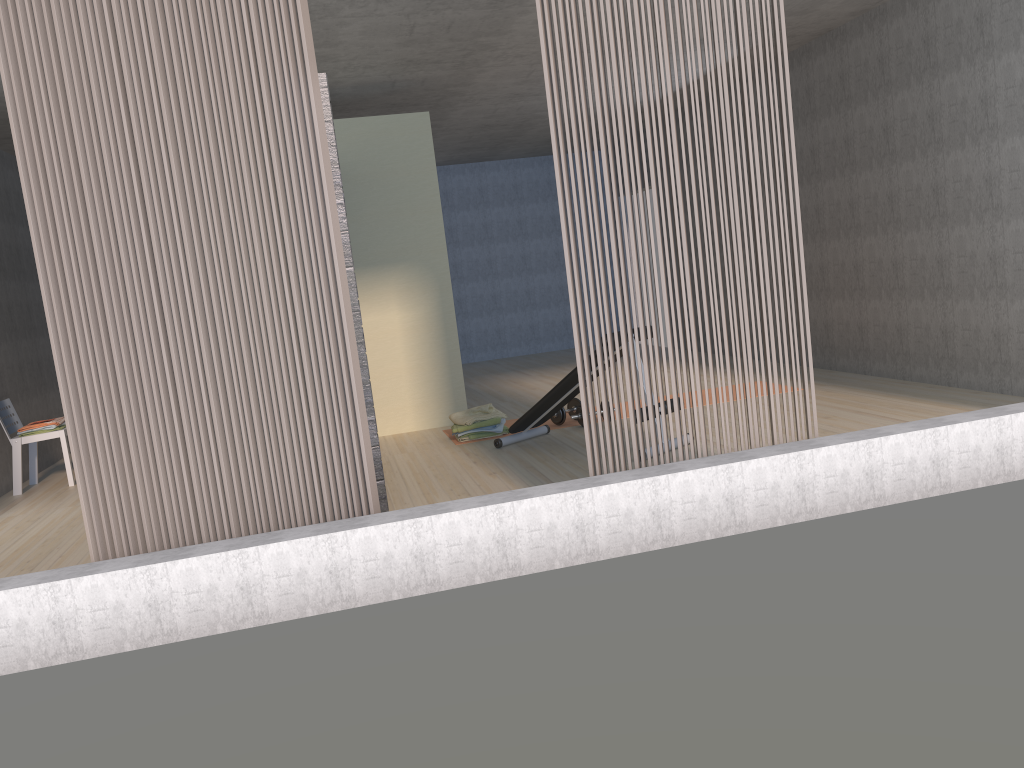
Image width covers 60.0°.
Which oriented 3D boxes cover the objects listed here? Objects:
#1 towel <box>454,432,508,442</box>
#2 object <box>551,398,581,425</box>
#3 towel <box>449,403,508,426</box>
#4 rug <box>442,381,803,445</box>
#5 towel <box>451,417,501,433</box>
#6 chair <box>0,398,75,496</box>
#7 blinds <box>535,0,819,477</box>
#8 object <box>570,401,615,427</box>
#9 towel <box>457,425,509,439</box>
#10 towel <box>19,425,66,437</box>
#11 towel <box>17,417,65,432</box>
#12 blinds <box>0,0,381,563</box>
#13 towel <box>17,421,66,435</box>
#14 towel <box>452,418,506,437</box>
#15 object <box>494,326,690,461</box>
[{"bbox_3d":[-0.248,0.364,6.661,0.376,0.044,0.371,-9,7,-13],"label":"towel"},{"bbox_3d":[0.412,0.207,6.695,0.385,0.176,0.176,-13,9,-39],"label":"object"},{"bbox_3d":[-0.261,0.229,6.627,0.384,0.123,0.373,-11,8,-27],"label":"towel"},{"bbox_3d":[0.867,0.206,7.018,2.779,0.002,0.716,-8,7,-11],"label":"rug"},{"bbox_3d":[-0.271,0.287,6.612,0.376,0.085,0.371,-8,7,-7],"label":"towel"},{"bbox_3d":[-3.583,0.438,6.734,0.457,0.697,0.417,-8,7,-12],"label":"chair"},{"bbox_3d":[0.744,-0.781,3.847,1.133,2.744,0.069,-8,7,-11],"label":"blinds"},{"bbox_3d":[0.608,0.215,6.514,0.385,0.176,0.176,-9,7,-20],"label":"object"},{"bbox_3d":[-0.231,0.339,6.654,0.380,0.081,0.367,-9,7,-14],"label":"towel"},{"bbox_3d":[-3.541,0.347,6.727,0.307,0.038,0.297,-9,7,-13],"label":"towel"},{"bbox_3d":[-3.552,0.304,6.722,0.294,0.046,0.297,-8,7,-11],"label":"towel"},{"bbox_3d":[-1.228,-0.489,3.446,1.133,2.744,0.069,-8,7,-11],"label":"blinds"},{"bbox_3d":[-3.551,0.327,6.729,0.306,0.047,0.297,-8,7,-7],"label":"towel"},{"bbox_3d":[-0.245,0.318,6.630,0.383,0.078,0.383,-6,7,5],"label":"towel"},{"bbox_3d":[0.455,0.035,5.726,0.505,0.746,1.312,-13,9,-42],"label":"object"}]
